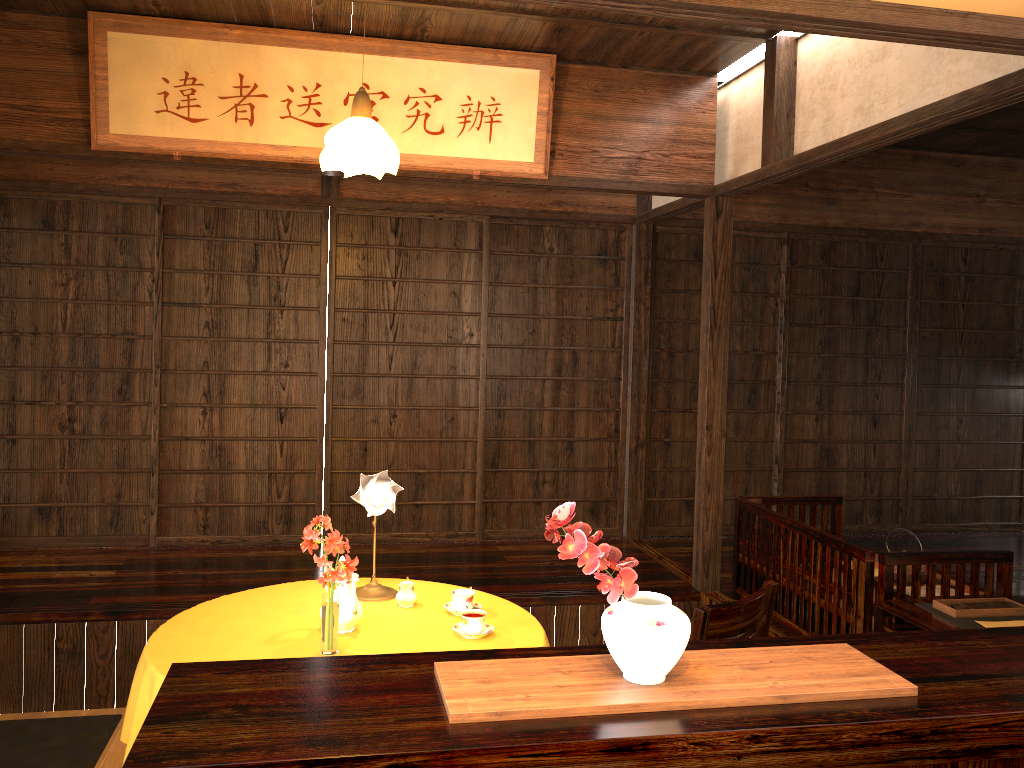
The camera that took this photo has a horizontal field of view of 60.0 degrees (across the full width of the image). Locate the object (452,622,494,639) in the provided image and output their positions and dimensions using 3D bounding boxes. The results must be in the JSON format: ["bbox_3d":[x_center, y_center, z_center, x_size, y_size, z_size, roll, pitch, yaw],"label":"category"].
[{"bbox_3d":[-0.132,0.837,2.996,0.144,0.024,0.144,4,4,38],"label":"object"}]

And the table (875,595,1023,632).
[{"bbox_3d":[1.712,0.993,2.889,0.600,0.336,0.881,1,3,-12],"label":"table"}]

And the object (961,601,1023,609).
[{"bbox_3d":[1.705,0.793,3.137,0.200,0.019,0.082,1,3,-11],"label":"object"}]

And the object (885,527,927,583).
[{"bbox_3d":[1.676,0.723,3.788,0.198,0.216,0.198,3,2,27],"label":"object"}]

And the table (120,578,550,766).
[{"bbox_3d":[-0.546,1.183,3.025,1.443,0.695,1.446,1,3,-11],"label":"table"}]

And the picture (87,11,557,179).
[{"bbox_3d":[-0.811,-1.281,4.006,2.043,0.565,0.117,1,2,-12],"label":"picture"}]

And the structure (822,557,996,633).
[{"bbox_3d":[1.675,0.963,3.768,0.452,0.300,0.667,1,3,-12],"label":"structure"}]

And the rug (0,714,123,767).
[{"bbox_3d":[-1.854,1.529,2.359,0.901,0.005,2.958,1,3,-12],"label":"rug"}]

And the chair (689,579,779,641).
[{"bbox_3d":[0.488,1.092,2.829,0.578,0.959,0.491,3,3,43],"label":"chair"}]

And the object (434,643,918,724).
[{"bbox_3d":[0.345,0.635,1.908,0.997,0.020,0.267,1,3,-12],"label":"object"}]

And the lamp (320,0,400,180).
[{"bbox_3d":[-0.501,-1.109,2.962,0.277,0.809,0.249,2,2,10],"label":"lamp"}]

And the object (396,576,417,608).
[{"bbox_3d":[-0.395,0.776,3.303,0.078,0.098,0.083,0,3,-42],"label":"object"}]

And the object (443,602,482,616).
[{"bbox_3d":[-0.180,0.823,3.233,0.144,0.024,0.144,4,4,38],"label":"object"}]

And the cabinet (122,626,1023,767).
[{"bbox_3d":[0.359,1.129,1.936,2.185,0.970,0.490,1,2,-12],"label":"cabinet"}]

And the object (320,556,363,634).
[{"bbox_3d":[-0.583,0.709,3.019,0.154,0.252,0.164,2,2,2],"label":"object"}]

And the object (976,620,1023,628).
[{"bbox_3d":[1.742,0.807,2.827,0.275,0.038,0.430,1,3,-11],"label":"object"}]

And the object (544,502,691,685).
[{"bbox_3d":[0.221,0.434,1.882,0.321,0.377,0.189,2,2,-3],"label":"object"}]

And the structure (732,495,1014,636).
[{"bbox_3d":[1.499,0.850,3.917,0.597,0.499,1.198,1,3,-12],"label":"structure"}]

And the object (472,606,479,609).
[{"bbox_3d":[-0.141,0.813,3.268,0.029,0.019,0.126,1,3,-8],"label":"object"}]

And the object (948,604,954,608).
[{"bbox_3d":[1.643,0.793,3.174,0.180,0.012,0.012,1,2,-12],"label":"object"}]

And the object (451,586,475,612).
[{"bbox_3d":[-0.175,0.791,3.234,0.099,0.076,0.090,0,3,-27],"label":"object"}]

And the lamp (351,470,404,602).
[{"bbox_3d":[-0.539,0.907,3.436,0.198,1.202,0.512,1,2,-11],"label":"lamp"}]

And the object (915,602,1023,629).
[{"bbox_3d":[1.718,0.824,2.875,0.405,0.003,0.761,1,3,-9],"label":"object"}]

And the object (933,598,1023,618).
[{"bbox_3d":[1.662,0.793,3.142,0.295,0.028,0.121,1,3,-11],"label":"object"}]

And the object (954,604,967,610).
[{"bbox_3d":[1.578,0.790,3.120,0.040,0.021,0.040,4,4,41],"label":"object"}]

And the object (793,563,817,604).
[{"bbox_3d":[1.496,0.967,4.279,0.267,0.147,0.267,-1,4,-45],"label":"object"}]

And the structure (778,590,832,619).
[{"bbox_3d":[1.494,1.060,4.284,0.330,0.040,0.330,1,3,-12],"label":"structure"}]

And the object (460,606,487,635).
[{"bbox_3d":[-0.130,0.805,2.999,0.090,0.076,0.099,2,3,13],"label":"object"}]
